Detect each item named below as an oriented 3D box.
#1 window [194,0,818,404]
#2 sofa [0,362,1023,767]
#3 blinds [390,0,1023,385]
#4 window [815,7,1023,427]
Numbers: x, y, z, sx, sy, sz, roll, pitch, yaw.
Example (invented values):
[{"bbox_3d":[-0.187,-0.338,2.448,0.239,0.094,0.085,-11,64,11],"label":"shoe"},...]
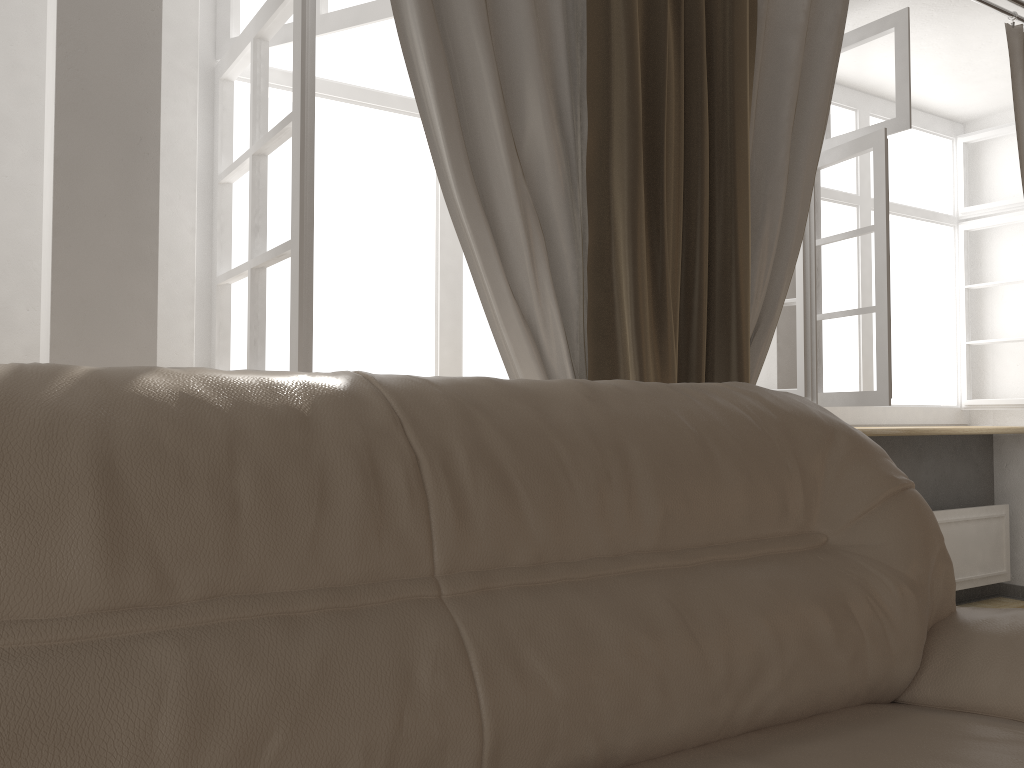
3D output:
[{"bbox_3d":[0.035,-0.613,2.603,1.759,1.500,0.784,2,-3,-34],"label":"window"},{"bbox_3d":[-0.024,0.420,0.832,2.135,0.900,1.051,1,-3,-33],"label":"sofa"},{"bbox_3d":[0.278,-0.237,2.048,5.765,2.294,0.285,1,-3,-33],"label":"blinds"},{"bbox_3d":[1.713,-0.571,3.669,1.653,1.500,0.782,1,-3,-33],"label":"window"}]
